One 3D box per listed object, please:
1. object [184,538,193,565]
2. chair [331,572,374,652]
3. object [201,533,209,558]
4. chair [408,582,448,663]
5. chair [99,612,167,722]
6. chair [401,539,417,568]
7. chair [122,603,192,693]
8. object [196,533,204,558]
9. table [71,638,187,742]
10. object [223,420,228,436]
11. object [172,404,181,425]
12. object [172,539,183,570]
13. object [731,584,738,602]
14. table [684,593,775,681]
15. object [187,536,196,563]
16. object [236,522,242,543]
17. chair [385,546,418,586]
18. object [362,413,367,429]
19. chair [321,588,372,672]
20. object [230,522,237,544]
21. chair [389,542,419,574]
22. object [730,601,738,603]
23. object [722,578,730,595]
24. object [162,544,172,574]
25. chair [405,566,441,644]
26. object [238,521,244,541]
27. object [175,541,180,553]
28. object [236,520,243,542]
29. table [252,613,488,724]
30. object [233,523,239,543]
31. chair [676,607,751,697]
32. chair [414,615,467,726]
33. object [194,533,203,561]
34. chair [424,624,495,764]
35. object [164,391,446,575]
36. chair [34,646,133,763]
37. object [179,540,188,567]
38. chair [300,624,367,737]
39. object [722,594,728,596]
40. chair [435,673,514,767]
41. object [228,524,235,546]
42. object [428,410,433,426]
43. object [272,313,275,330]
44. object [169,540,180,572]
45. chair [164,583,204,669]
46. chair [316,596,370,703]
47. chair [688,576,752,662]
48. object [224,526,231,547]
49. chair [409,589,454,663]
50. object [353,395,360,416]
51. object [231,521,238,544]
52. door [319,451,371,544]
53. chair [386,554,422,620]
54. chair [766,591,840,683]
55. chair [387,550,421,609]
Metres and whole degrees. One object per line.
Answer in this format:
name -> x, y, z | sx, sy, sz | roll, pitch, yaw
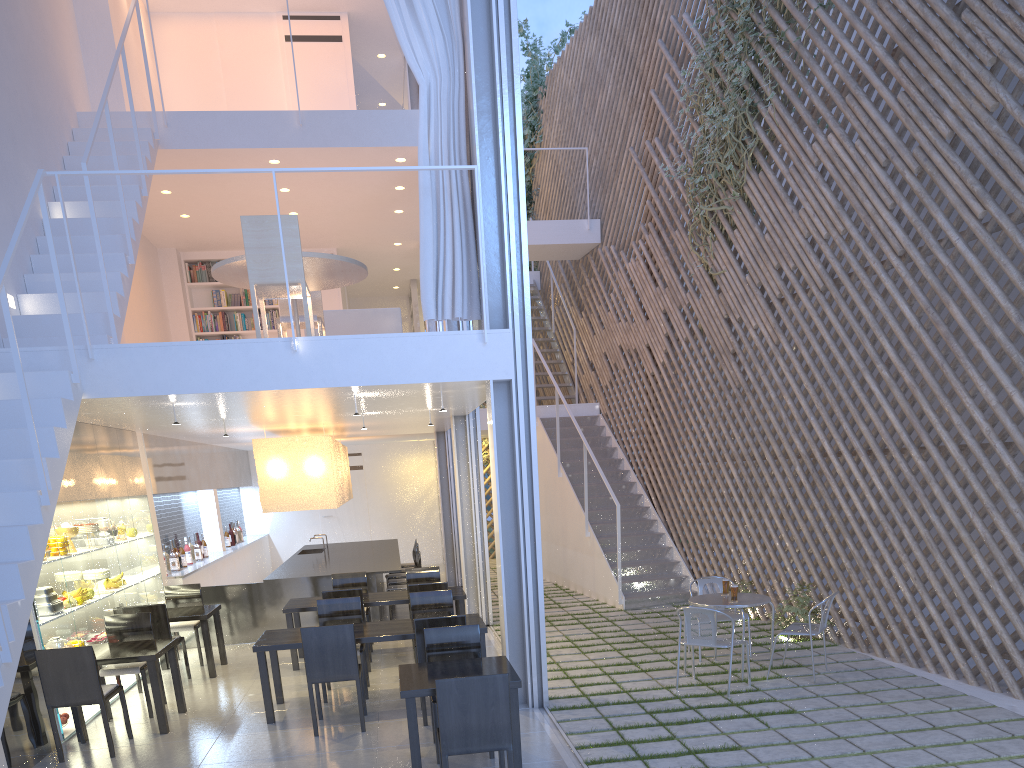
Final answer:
object -> -2.183, 1.124, 5.536 | 0.043, 0.197, 0.040 | -5, 14, -7
chair -> -0.883, 1.265, 4.538 | 0.191, 0.463, 0.223 | -5, 11, -8
object -> -2.248, 1.180, 6.005 | 0.040, 0.192, 0.040 | -14, 18, -36
chair -> -0.411, 1.197, 4.140 | 0.191, 0.463, 0.223 | -5, 11, -8
chair -> -1.634, 1.205, 3.504 | 0.191, 0.463, 0.223 | -5, 11, -8
chair -> -0.876, 1.479, 6.662 | 0.240, 0.464, 0.177 | -4, 12, -6
chair -> -1.703, 1.255, 3.964 | 0.191, 0.463, 0.223 | -5, 11, -8
object -> -2.254, 1.166, 5.935 | 0.044, 0.205, 0.043 | -7, 15, -16
table -> -1.552, 1.229, 3.323 | 0.358, 0.350, 0.336 | -4, 5, -8
object -> -1.418, 0.218, 4.062 | 0.029, 0.084, 0.026 | -2, 13, 3
object -> -1.276, 0.114, 3.114 | 0.029, 0.084, 0.026 | -2, 13, 3
object -> -1.993, 0.926, 4.242 | 0.105, 0.299, 2.007 | -5, -5, -7
object -> 0.946, 0.890, 3.499 | 0.031, 0.081, 0.029 | 6, 15, 36
table -> 0.959, 1.111, 3.644 | 0.343, 0.352, 0.335 | 2, 7, 44
object -> -2.208, 1.139, 5.655 | 0.045, 0.197, 0.043 | 8, 18, 38
object -> -2.436, 1.321, 7.322 | 0.046, 0.197, 0.042 | -5, 14, -8
chair -> -0.801, 1.409, 6.014 | 0.238, 0.464, 0.178 | -5, 12, -12
object -> -0.748, 0.187, 4.143 | 0.029, 0.084, 0.026 | -2, 13, 3
chair -> -0.816, 1.216, 4.091 | 0.191, 0.463, 0.223 | -5, 11, -8
object -> -2.419, 1.290, 7.114 | 0.046, 0.215, 0.042 | -5, 14, -8
chair -> -0.831, 1.444, 6.339 | 0.239, 0.464, 0.177 | -5, 12, -10
object -> -0.471, 0.797, 3.357 | 2.861, 0.427, 0.034 | -3, 15, -4
object -> 0.958, 0.908, 3.687 | 0.031, 0.081, 0.029 | 6, 15, 36
object -> -2.004, 0.915, 4.130 | 0.046, 0.300, 1.813 | -5, -5, -8
chair -> -0.477, 1.246, 4.588 | 0.191, 0.463, 0.223 | -5, 11, -8
object -> -2.461, 1.334, 7.441 | 0.044, 0.197, 0.039 | -2, 14, 4
object -> -2.028, 0.932, 4.282 | 0.067, 0.299, 2.079 | -5, -5, -9
object -> -2.455, 1.319, 7.379 | 0.046, 0.215, 0.042 | 6, 17, 32
table -> -0.566, 1.182, 3.443 | 0.913, 0.350, 0.336 | -3, 5, -7
object -> -2.444, 1.316, 7.267 | 0.044, 0.197, 0.043 | 8, 18, 37
chair -> 0.807, 1.069, 3.352 | 0.259, 0.402, 0.235 | 4, 12, 36
chair -> -0.270, 1.093, 3.201 | 0.191, 0.463, 0.223 | -5, 11, -8
object -> -2.211, 1.143, 5.776 | 0.046, 0.215, 0.043 | -5, 14, -6
chair -> -0.180, 1.045, 2.779 | 0.191, 0.463, 0.223 | -5, 11, -8
object -> -1.225, 0.590, 4.071 | 1.665, 0.859, 1.785 | -3, -2, -10
chair -> -1.562, 1.152, 3.024 | 0.191, 0.463, 0.223 | -5, 11, -8
object -> -1.996, 0.921, 4.213 | 0.058, 0.304, 2.354 | -5, -5, -8
chair -> -0.675, 1.112, 3.151 | 0.191, 0.463, 0.223 | -5, 11, -8
object -> -0.468, 0.792, 3.470 | 2.893, 0.463, 0.056 | -3, 15, -6
chair -> -0.108, 0.992, 2.299 | 0.191, 0.463, 0.223 | -5, 11, -8
object -> -2.381, 1.279, 6.975 | 0.044, 0.205, 0.043 | -7, 15, -16
object -> -0.416, 0.171, 4.183 | 0.029, 0.084, 0.026 | -2, 13, 3
object -> -1.807, -0.469, 6.258 | 0.006, 0.136, 0.067 | -5, 11, -9
object -> -1.986, 0.921, 4.197 | 0.047, 0.300, 1.934 | -5, -5, -9
chair -> -1.774, 1.308, 4.444 | 0.191, 0.463, 0.223 | -5, 11, -8
chair -> -0.742, 1.161, 3.599 | 0.191, 0.463, 0.223 | -5, 11, -8
chair -> 0.982, 1.119, 3.945 | 0.262, 0.402, 0.232 | -4, 10, -8
object -> -2.381, 1.275, 6.873 | 0.040, 0.192, 0.040 | -14, 18, -36
chair -> -0.337, 1.142, 3.648 | 0.191, 0.463, 0.223 | -5, 11, -8
object -> -0.607, 0.083, 3.195 | 0.029, 0.084, 0.026 | -2, 13, 3
object -> -2.434, 1.300, 7.197 | 0.046, 0.215, 0.043 | -5, 14, -6
door -> -1.892, 1.051, 5.779 | 0.481, 1.219, 5.321 | -2, -5, 4
chair -> -0.698, 1.338, 5.369 | 0.239, 0.464, 0.177 | -4, 12, -6
chair -> 1.242, 1.057, 3.485 | 0.246, 0.402, 0.247 | 3, 11, 32
chair -> -0.742, 1.373, 5.692 | 0.239, 0.464, 0.177 | -5, 12, -9
